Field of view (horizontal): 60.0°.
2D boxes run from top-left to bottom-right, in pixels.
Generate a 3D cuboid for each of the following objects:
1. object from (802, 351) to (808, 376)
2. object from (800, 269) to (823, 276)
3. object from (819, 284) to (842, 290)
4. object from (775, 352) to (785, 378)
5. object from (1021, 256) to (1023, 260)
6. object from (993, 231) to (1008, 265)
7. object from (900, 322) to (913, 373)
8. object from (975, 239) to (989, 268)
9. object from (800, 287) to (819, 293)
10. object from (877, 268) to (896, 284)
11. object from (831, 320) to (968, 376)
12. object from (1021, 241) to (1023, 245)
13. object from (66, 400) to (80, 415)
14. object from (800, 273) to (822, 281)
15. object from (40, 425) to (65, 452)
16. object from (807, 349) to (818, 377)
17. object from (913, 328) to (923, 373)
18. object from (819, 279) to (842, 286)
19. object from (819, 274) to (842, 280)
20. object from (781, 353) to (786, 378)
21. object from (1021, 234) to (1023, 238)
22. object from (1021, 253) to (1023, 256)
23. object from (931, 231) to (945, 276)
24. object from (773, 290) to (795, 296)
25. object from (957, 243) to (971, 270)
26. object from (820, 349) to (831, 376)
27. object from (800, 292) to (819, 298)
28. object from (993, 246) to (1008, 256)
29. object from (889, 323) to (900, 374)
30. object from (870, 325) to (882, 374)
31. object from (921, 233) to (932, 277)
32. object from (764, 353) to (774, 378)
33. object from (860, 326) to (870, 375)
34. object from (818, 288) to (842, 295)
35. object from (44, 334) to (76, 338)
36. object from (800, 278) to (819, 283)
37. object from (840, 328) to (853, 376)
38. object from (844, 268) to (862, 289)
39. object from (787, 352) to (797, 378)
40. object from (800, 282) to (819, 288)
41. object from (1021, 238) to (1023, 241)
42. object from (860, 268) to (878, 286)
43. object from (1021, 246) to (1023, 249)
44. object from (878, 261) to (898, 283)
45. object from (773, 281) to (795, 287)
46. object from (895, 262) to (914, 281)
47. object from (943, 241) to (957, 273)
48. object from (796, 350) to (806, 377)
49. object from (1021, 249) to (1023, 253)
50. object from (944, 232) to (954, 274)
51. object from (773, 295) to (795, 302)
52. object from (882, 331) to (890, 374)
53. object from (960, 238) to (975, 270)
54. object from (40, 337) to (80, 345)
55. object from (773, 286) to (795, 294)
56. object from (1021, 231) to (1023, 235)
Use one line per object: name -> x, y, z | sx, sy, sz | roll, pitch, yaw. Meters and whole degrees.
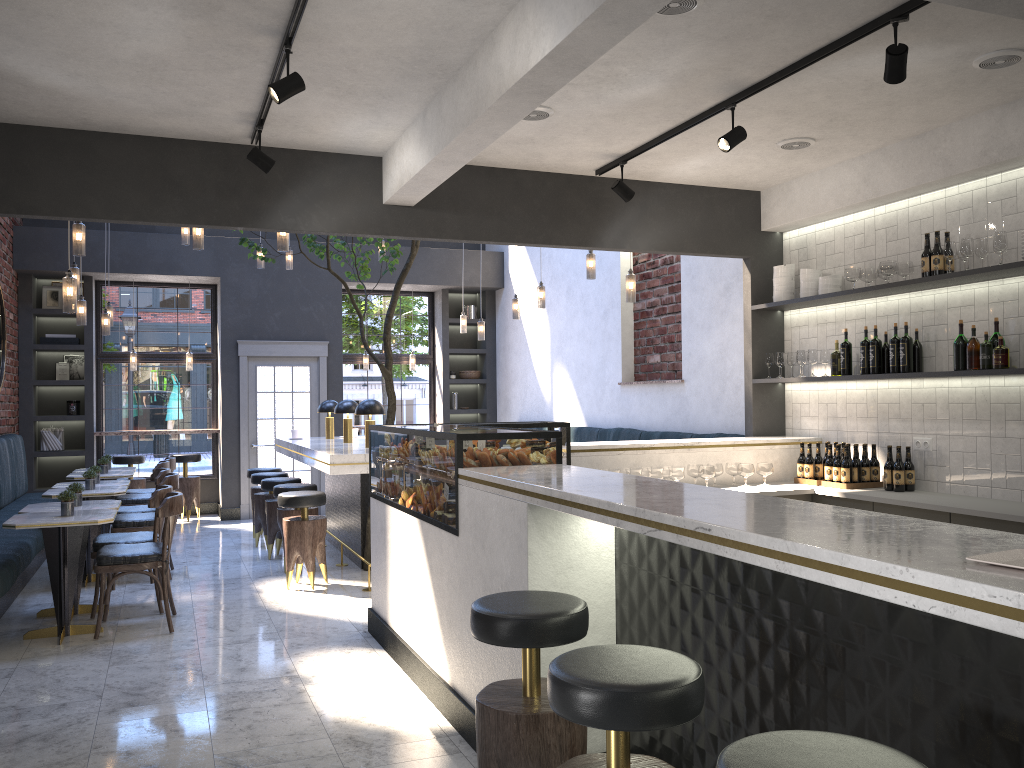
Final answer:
object -> 2.100, -0.141, 6.409 | 0.070, 0.188, 0.070 | 0, -1, -30
object -> 2.127, -0.783, 6.303 | 0.154, 0.076, 0.153 | -1, -1, 0
object -> 2.200, -0.660, 6.127 | 0.153, 0.074, 0.154 | 0, -1, -18
object -> 1.955, -0.138, 6.479 | 0.070, 0.188, 0.070 | 0, -1, -30
object -> 2.782, -0.650, 4.610 | 0.235, 0.041, 0.235 | -1, -1, 28
object -> 2.623, -0.724, 4.762 | 0.070, 0.188, 0.070 | 0, -1, -30
object -> 2.425, -0.222, 5.453 | 0.072, 0.319, 0.072 | 0, -1, -37
object -> 2.649, -0.720, 4.997 | 0.070, 0.188, 0.070 | 0, -1, -30
object -> 2.129, -0.656, 6.308 | 0.153, 0.074, 0.154 | 0, -1, -18
object -> 2.403, -0.683, 5.695 | 0.114, 0.147, 0.114 | 0, -1, -17
object -> 2.382, -0.208, 5.533 | 0.082, 0.294, 1.100 | 0, -1, -21
object -> 2.781, -0.727, 4.611 | 0.235, 0.041, 0.235 | -1, -1, 28
object -> -5.335, 0.291, 10.789 | 0.152, 0.181, 0.152 | -1, -1, 17
object -> 2.126, -0.747, 6.305 | 0.153, 0.060, 0.153 | 0, -1, -39
object -> -5.553, 0.646, 10.714 | 0.250, 0.323, 0.241 | 0, -1, -21
object -> 2.084, -0.146, 6.150 | 0.070, 0.188, 0.070 | -1, -1, -8
object -> 2.507, -0.204, 5.491 | 0.065, 0.280, 0.065 | -1, -1, 22
object -> 2.201, -0.690, 6.127 | 0.153, 0.062, 0.153 | -1, -1, 8
object -> 2.198, -0.722, 6.126 | 0.153, 0.075, 0.154 | -1, -1, 36
object -> 2.014, -0.136, 6.629 | 0.070, 0.188, 0.070 | 0, -1, -30
object -> 2.781, -0.762, 4.610 | 0.235, 0.041, 0.235 | -1, -1, 16
object -> 2.782, -0.668, 4.609 | 0.235, 0.041, 0.235 | -1, -1, 32
object -> 2.499, -0.758, 5.207 | 0.069, 0.279, 0.070 | -1, -1, 30
object -> 1.991, -0.651, 6.489 | 0.153, 0.074, 0.154 | 0, -1, -18
object -> 2.605, -0.718, 5.107 | 0.070, 0.188, 0.070 | -1, -1, -8
object -> 2.186, -0.146, 6.190 | 0.070, 0.188, 0.070 | -1, -1, -8
object -> 2.127, -0.620, 6.309 | 0.153, 0.055, 0.153 | -1, -1, 31
object -> 2.692, -0.723, 4.888 | 0.070, 0.188, 0.070 | 0, -1, -30
object -> 2.395, -0.221, 5.531 | 0.072, 0.319, 0.072 | 0, -1, -37
object -> 2.334, -0.217, 5.687 | 0.072, 0.319, 0.072 | 0, -1, -37
object -> 2.473, -0.756, 5.275 | 0.070, 0.279, 0.069 | -1, -1, -15
object -> 1.912, -0.136, 6.589 | 0.070, 0.188, 0.070 | 0, -1, -30
object -> 2.303, -0.216, 5.765 | 0.072, 0.319, 0.072 | 0, -1, -37
object -> 2.197, -0.624, 6.129 | 0.153, 0.055, 0.153 | -1, -1, 31
object -> -5.484, -0.574, 10.762 | 0.327, 0.039, 0.227 | 0, -1, -31
object -> 2.127, -0.718, 6.306 | 0.153, 0.075, 0.154 | -1, -1, 36
object -> 2.237, -0.212, 5.934 | 0.072, 0.319, 0.072 | 0, -1, -37
object -> 2.226, -0.679, 5.787 | 0.114, 0.147, 0.114 | 0, -1, -17
object -> 2.057, -0.139, 6.519 | 0.070, 0.188, 0.070 | 0, -1, -30
object -> 2.130, -0.686, 6.308 | 0.153, 0.062, 0.153 | -1, -1, 8
object -> 2.781, -0.745, 4.610 | 0.235, 0.041, 0.235 | -1, -1, 32
object -> 2.348, -0.680, 5.835 | 0.114, 0.147, 0.114 | 0, -1, -17
object -> 2.781, -0.703, 4.611 | 0.235, 0.041, 0.235 | -1, -1, 20
object -> 2.336, -0.686, 5.506 | 0.114, 0.147, 0.114 | 0, -1, -17
object -> 1.989, -0.713, 6.488 | 0.153, 0.075, 0.154 | -1, -1, 36
object -> 2.458, -0.686, 5.554 | 0.114, 0.147, 0.114 | 0, -1, -17
object -> 2.503, -0.717, 5.067 | 0.070, 0.188, 0.070 | -1, -1, -8
object -> 2.041, -0.143, 6.260 | 0.070, 0.188, 0.070 | 0, -1, -30
object -> 2.782, -0.685, 4.610 | 0.235, 0.041, 0.235 | -1, -1, 16
object -> 2.570, -0.758, 5.234 | 0.069, 0.279, 0.070 | -1, 0, 0
object -> 1.988, -0.615, 6.491 | 0.153, 0.055, 0.153 | -1, -1, 31
object -> 2.416, -0.199, 5.725 | 0.065, 0.280, 0.065 | -1, -1, 22
object -> 2.546, -0.720, 4.957 | 0.070, 0.188, 0.070 | 0, -1, -30
object -> -5.475, -0.513, 10.752 | 0.412, 0.084, 0.286 | 0, -1, -21
object -> 1.992, -0.681, 6.489 | 0.153, 0.062, 0.153 | -1, -1, 8
object -> 2.780, -0.780, 4.611 | 0.235, 0.041, 0.235 | -1, -1, 20
